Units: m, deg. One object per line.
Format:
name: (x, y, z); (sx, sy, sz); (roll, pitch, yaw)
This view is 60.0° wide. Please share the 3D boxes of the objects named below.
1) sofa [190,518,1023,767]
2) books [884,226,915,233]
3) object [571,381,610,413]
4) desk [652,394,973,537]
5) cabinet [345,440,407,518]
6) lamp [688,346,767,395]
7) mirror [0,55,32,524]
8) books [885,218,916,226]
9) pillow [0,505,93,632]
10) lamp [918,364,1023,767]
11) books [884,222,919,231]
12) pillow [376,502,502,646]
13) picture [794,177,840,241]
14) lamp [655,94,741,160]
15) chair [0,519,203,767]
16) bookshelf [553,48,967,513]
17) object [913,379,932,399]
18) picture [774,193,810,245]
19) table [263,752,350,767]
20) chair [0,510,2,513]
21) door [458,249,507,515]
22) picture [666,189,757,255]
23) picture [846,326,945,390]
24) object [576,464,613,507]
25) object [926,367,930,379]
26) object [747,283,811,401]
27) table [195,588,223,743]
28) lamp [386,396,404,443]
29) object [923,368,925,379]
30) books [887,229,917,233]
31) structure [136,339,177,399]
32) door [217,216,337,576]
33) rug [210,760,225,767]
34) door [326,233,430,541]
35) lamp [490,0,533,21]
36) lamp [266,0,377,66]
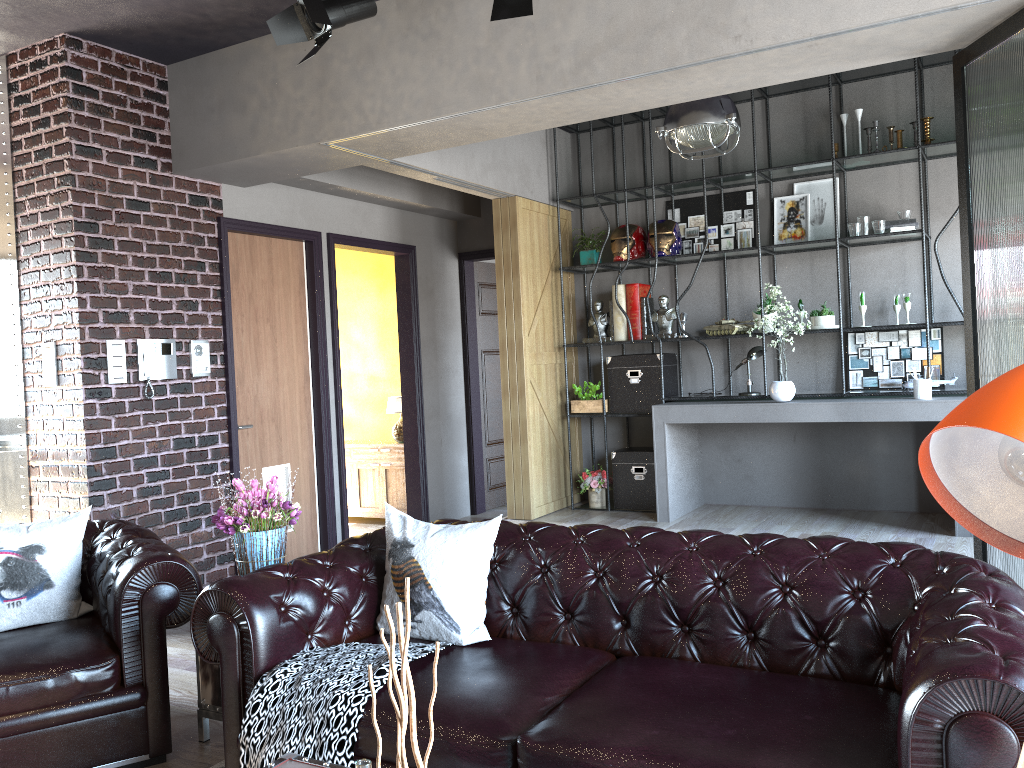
sofa: (0.298, 0.961, 2.895); (2.565, 0.838, 1.240); (-2, 1, 29)
books: (2.810, -1.115, 6.448); (0.166, 0.024, 0.227); (-3, 1, 9)
object: (0.654, 0.105, 7.425); (0.304, 0.265, 0.180); (-2, 1, 30)
desk: (2.210, 0.554, 6.552); (2.129, 0.885, 0.845); (-2, 1, 30)
cabinet: (-1.418, 0.937, 8.618); (1.431, 0.750, 0.408); (-2, 1, 30)
lamp: (1.715, -0.102, 7.025); (0.205, 0.371, 0.739); (-3, 1, -36)
mirror: (-3.413, -0.239, 5.628); (1.048, 3.460, 0.050); (-2, 1, 30)
books: (2.809, -1.165, 6.442); (0.225, 0.029, 0.179); (-2, 1, 22)
pillow: (-2.054, 0.767, 3.742); (0.541, 0.502, 0.290); (-3, 1, -22)
lamp: (2.572, 0.564, 2.064); (3.832, 1.456, 0.583); (-3, 1, -18)
books: (2.821, -1.139, 6.443); (0.243, 0.024, 0.175); (-2, 2, 26)
pillow: (-0.281, 0.686, 3.291); (0.528, 0.469, 0.283); (-2, 1, 33)
picture: (2.343, -1.314, 6.823); (0.332, 0.514, 0.119); (-2, 1, 30)
lamp: (1.157, -2.021, 5.629); (0.534, 1.149, 0.515); (-3, 1, 7)
chair: (-2.119, 1.058, 3.598); (1.493, 0.845, 1.244); (-3, 1, -30)
bookshelf: (2.481, -0.649, 6.551); (4.482, 3.282, 0.526); (-2, 1, 30)
object: (2.760, 0.034, 5.964); (0.110, 0.137, 0.110); (-2, 1, 40)
picture: (2.170, -1.256, 6.874); (0.267, 0.414, 0.101); (-2, 1, 30)
table: (-0.209, 1.199, 1.758); (1.254, 0.469, 0.684); (-2, 1, 30)
chair: (-3.050, 1.102, 4.898); (0.438, 0.781, 0.439); (-3, 1, 8)
door: (0.297, -0.040, 8.818); (1.149, 2.544, 1.129); (-2, 1, 30)
picture: (1.623, -1.299, 7.267); (0.749, 0.503, 0.058); (-2, 1, 30)
picture: (2.837, -0.183, 6.580); (0.665, 0.447, 0.051); (-2, 1, 30)
object: (0.692, 0.851, 7.511); (0.345, 0.362, 0.332); (-2, 1, 33)
object: (2.800, -0.013, 5.979); (0.037, 0.204, 0.023); (-3, 1, -21)
object: (1.916, -0.305, 6.295); (0.398, 0.852, 0.420); (-3, 1, -14)
table: (-1.004, 1.120, 3.638); (0.417, 0.609, 0.405); (-2, 1, 30)
lamp: (-1.012, 0.637, 8.380); (0.291, 1.045, 0.441); (-3, 1, 3)
object: (2.785, -0.021, 5.995); (0.009, 0.167, 0.061); (-2, 1, 42)
books: (2.817, -1.086, 6.440); (0.179, 0.034, 0.243); (-2, 1, 13)
structure: (-2.195, -0.094, 5.521); (0.068, 0.370, 0.279); (-2, 1, 30)
door: (-1.753, 0.118, 6.485); (0.219, 2.539, 1.003); (-2, 1, 30)
rug: (-0.231, 1.415, 2.397); (2.474, 0.003, 2.255); (-2, 2, 30)
door: (-1.557, 0.077, 7.719); (1.098, 2.544, 1.150); (-2, 1, 30)
lamp: (-0.013, -1.829, 3.800); (0.359, 0.525, 0.540); (-3, 1, 15)
lamp: (-0.906, -1.805, 4.306); (0.559, 0.512, 0.359); (-4, 1, -40)
